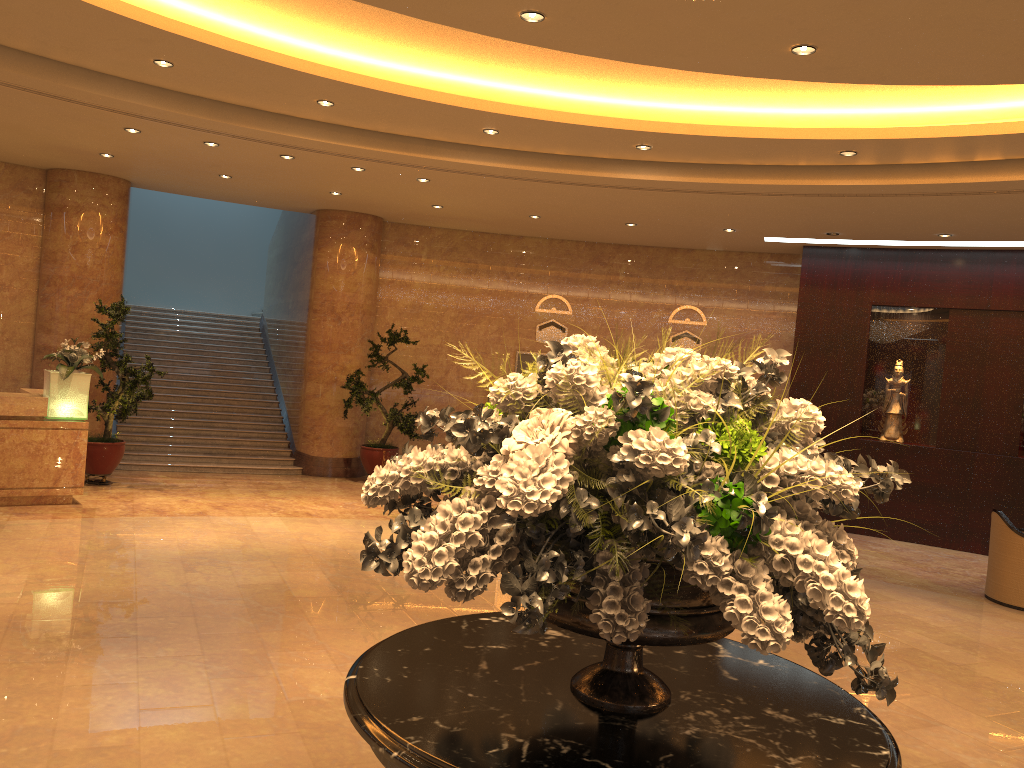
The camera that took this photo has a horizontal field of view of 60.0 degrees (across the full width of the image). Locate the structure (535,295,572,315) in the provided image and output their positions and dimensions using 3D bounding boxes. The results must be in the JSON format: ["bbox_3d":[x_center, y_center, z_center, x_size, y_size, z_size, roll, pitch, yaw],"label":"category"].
[{"bbox_3d":[0.678,-1.281,14.186,0.600,0.293,0.010,5,1,1],"label":"structure"}]

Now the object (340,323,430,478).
[{"bbox_3d":[-1.863,0.295,13.001,1.250,2.363,0.843,5,1,-2],"label":"object"}]

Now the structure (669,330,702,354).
[{"bbox_3d":[2.731,-0.644,13.948,0.504,0.405,0.012,5,1,12],"label":"structure"}]

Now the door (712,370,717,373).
[{"bbox_3d":[2.613,0.778,14.035,1.070,2.149,0.150,5,1,12],"label":"door"}]

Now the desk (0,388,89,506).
[{"bbox_3d":[-7.399,0.630,4.422,3.466,1.155,12.951,5,1,11],"label":"desk"}]

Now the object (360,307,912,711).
[{"bbox_3d":[0.310,0.348,2.445,1.318,0.999,1.277,5,1,7],"label":"object"}]

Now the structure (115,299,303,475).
[{"bbox_3d":[-5.448,-1.703,15.787,9.849,5.560,7.472,4,2,-24],"label":"structure"}]

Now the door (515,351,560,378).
[{"bbox_3d":[0.511,0.583,14.277,1.070,2.145,0.150,5,1,2],"label":"door"}]

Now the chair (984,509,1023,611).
[{"bbox_3d":[5.218,1.757,8.911,0.769,0.916,0.951,5,1,11],"label":"chair"}]

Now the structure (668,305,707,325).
[{"bbox_3d":[2.769,-1.089,13.936,0.600,0.293,0.010,5,1,12],"label":"structure"}]

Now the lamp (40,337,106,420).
[{"bbox_3d":[-4.803,-0.079,9.721,0.606,0.897,0.532,4,2,-45],"label":"lamp"}]

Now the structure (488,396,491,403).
[{"bbox_3d":[-0.297,0.407,14.203,0.200,0.661,0.053,5,1,-2],"label":"structure"}]

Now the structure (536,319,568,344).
[{"bbox_3d":[0.638,-0.836,14.199,0.504,0.405,0.012,5,1,1],"label":"structure"}]

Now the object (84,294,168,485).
[{"bbox_3d":[-4.991,0.064,11.159,0.843,2.363,1.250,4,2,-43],"label":"object"}]

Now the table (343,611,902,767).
[{"bbox_3d":[0.238,1.388,2.501,1.493,1.089,1.493,4,2,-30],"label":"table"}]
